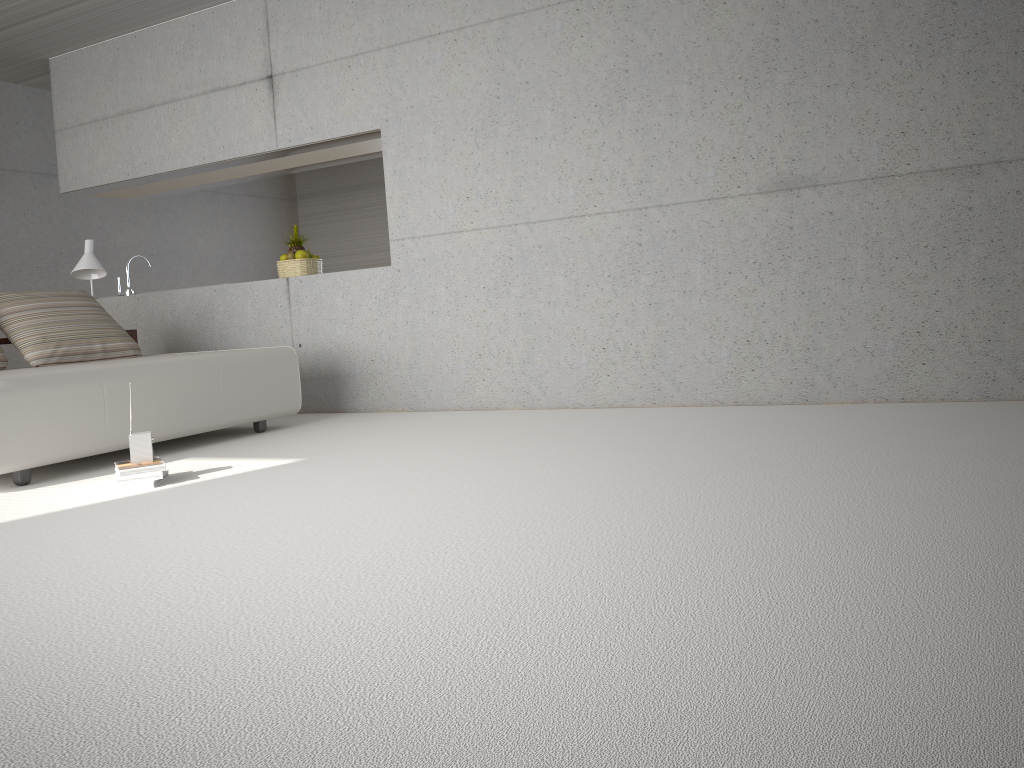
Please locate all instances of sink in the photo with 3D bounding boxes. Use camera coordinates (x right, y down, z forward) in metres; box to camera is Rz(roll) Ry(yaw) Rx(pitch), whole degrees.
[{"bbox_3d":[-2.848,-0.870,7.653,1.699,0.539,0.770,-2,4,28],"label":"sink"}]

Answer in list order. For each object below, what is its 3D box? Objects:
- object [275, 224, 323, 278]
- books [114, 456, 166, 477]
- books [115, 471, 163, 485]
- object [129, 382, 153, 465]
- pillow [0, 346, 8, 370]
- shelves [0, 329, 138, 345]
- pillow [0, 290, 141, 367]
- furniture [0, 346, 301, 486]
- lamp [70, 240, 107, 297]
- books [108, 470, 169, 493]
[{"bbox_3d":[-1.700,-1.050,7.021,0.333,0.441,0.370,-4,2,14],"label":"object"},{"bbox_3d":[-1.650,0.365,3.918,0.189,0.032,0.264,-7,5,-27],"label":"books"},{"bbox_3d":[-1.649,0.398,3.911,0.189,0.032,0.265,-6,5,-22],"label":"books"},{"bbox_3d":[-1.638,0.168,3.880,0.090,0.366,0.185,-5,1,-21],"label":"object"},{"bbox_3d":[-3.423,-0.332,5.115,0.489,0.609,0.805,-3,3,28],"label":"pillow"},{"bbox_3d":[-3.450,0.082,5.645,0.399,0.714,2.262,-4,4,28],"label":"shelves"},{"bbox_3d":[-2.975,-0.379,5.847,0.576,0.516,0.811,-3,4,29],"label":"pillow"},{"bbox_3d":[-2.572,0.151,5.168,1.609,0.521,2.180,-2,5,28],"label":"furniture"},{"bbox_3d":[-3.082,-0.728,6.509,0.244,0.699,0.324,-4,1,9],"label":"lamp"},{"bbox_3d":[-1.647,0.430,3.911,0.189,0.032,0.265,-5,5,-8],"label":"books"}]
